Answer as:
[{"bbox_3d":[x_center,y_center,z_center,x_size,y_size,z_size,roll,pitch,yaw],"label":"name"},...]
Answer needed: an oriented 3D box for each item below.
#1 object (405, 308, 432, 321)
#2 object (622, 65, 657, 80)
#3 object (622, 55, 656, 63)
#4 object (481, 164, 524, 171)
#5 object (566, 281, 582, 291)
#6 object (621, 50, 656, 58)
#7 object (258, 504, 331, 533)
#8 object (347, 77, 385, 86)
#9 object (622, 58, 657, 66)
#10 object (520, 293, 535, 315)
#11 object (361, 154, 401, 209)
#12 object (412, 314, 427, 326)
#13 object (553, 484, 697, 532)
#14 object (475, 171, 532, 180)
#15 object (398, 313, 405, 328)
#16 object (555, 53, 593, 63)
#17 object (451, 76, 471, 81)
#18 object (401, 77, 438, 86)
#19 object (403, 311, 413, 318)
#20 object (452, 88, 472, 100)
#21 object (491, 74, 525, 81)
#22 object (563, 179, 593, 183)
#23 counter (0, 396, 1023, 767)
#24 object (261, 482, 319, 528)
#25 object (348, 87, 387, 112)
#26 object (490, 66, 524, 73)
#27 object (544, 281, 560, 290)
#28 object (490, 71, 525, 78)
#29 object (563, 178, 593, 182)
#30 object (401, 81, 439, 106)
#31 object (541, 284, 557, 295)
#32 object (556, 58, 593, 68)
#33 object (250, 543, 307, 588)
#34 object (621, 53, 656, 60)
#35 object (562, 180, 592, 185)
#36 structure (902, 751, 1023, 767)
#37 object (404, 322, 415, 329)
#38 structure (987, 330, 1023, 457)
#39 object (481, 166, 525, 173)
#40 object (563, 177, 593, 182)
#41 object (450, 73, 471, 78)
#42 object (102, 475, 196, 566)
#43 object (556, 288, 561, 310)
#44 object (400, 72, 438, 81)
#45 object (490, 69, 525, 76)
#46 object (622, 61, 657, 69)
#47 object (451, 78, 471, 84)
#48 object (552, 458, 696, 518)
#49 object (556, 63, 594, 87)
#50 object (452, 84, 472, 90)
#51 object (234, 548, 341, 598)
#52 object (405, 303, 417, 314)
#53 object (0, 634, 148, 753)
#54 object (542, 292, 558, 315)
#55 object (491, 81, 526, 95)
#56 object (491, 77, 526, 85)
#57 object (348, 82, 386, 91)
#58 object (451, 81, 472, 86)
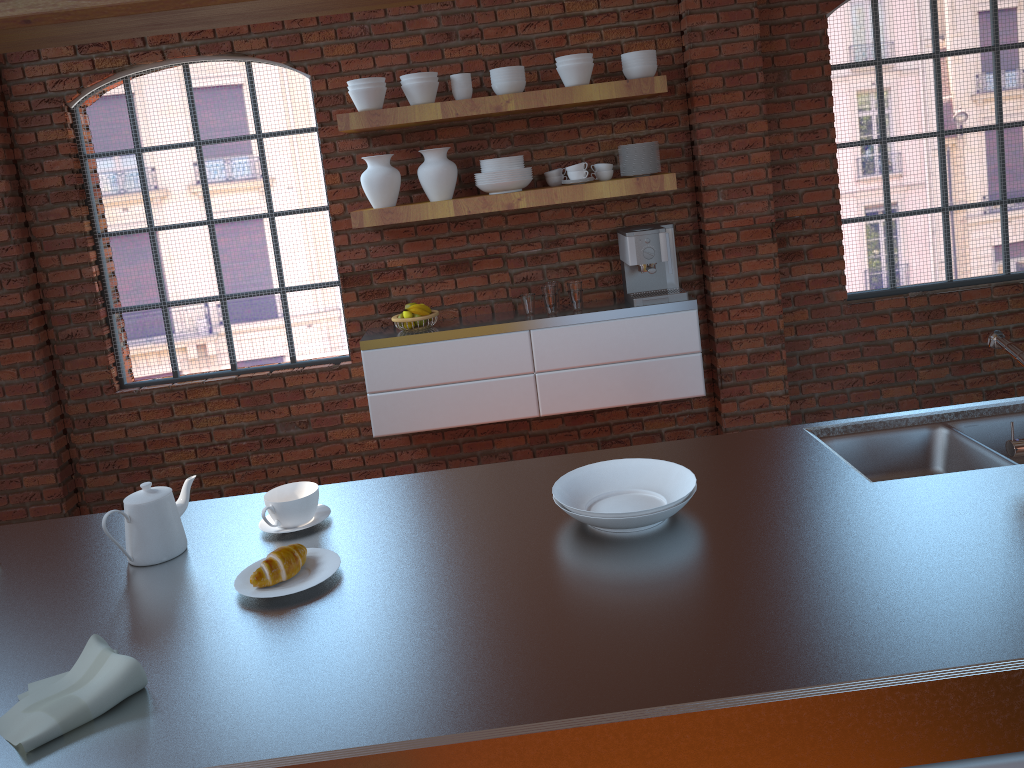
[{"bbox_3d":[-0.437,-0.335,4.292,0.064,0.093,0.180,0,14,35],"label":"object"},{"bbox_3d":[0.613,-1.480,4.201,0.166,0.060,0.169,3,17,38],"label":"object"},{"bbox_3d":[0.608,-1.523,4.196,0.166,0.060,0.169,3,17,38],"label":"object"},{"bbox_3d":[-0.042,-1.022,4.246,0.214,0.054,0.218,-9,14,-9],"label":"object"},{"bbox_3d":[0.310,-0.447,4.298,0.078,0.102,0.079,-5,10,11],"label":"object"},{"bbox_3d":[0.605,-1.547,4.193,0.166,0.060,0.169,3,17,38],"label":"object"},{"bbox_3d":[-0.469,0.296,1.907,0.153,0.012,0.157,0,16,27],"label":"object"},{"bbox_3d":[-0.675,-1.370,4.117,0.181,0.102,0.184,2,15,35],"label":"object"},{"bbox_3d":[0.610,-1.509,4.198,0.166,0.060,0.169,3,17,38],"label":"object"},{"bbox_3d":[0.083,-0.393,4.352,0.078,0.102,0.078,-13,11,-30],"label":"object"},{"bbox_3d":[-0.631,-0.975,4.244,0.192,0.245,0.196,1,13,38],"label":"object"},{"bbox_3d":[-0.456,-0.318,4.326,0.076,0.064,0.079,0,13,32],"label":"object"},{"bbox_3d":[0.224,0.233,1.737,0.285,0.054,0.284,-14,16,-28],"label":"object"},{"bbox_3d":[-0.038,-0.984,4.250,0.283,0.054,0.286,-11,14,-17],"label":"object"},{"bbox_3d":[-0.529,-0.314,4.341,0.075,0.074,0.073,-12,12,-25],"label":"object"},{"bbox_3d":[0.300,-1.500,4.170,0.182,0.102,0.183,-14,14,-30],"label":"object"},{"bbox_3d":[-0.242,-1.435,4.209,0.099,0.060,0.101,3,15,38],"label":"object"},{"bbox_3d":[-0.431,-1.386,4.160,0.181,0.102,0.184,2,15,35],"label":"object"},{"bbox_3d":[-0.508,-0.337,4.296,0.045,0.052,0.052,-9,11,-12],"label":"object"},{"bbox_3d":[-0.235,-1.382,4.216,0.099,0.060,0.101,3,15,38],"label":"object"},{"bbox_3d":[-0.016,-1.435,4.200,0.166,0.060,0.169,-8,13,-6],"label":"object"},{"bbox_3d":[0.317,-0.970,4.230,0.156,0.012,0.154,-18,18,-39],"label":"object"},{"bbox_3d":[-0.101,0.391,1.635,3.142,0.128,1.046,-7,14,-1],"label":"counter"},{"bbox_3d":[-0.477,0.267,1.902,0.125,0.068,0.118,-10,13,-16],"label":"object"},{"bbox_3d":[-0.670,-1.327,4.122,0.181,0.102,0.184,2,15,35],"label":"object"},{"bbox_3d":[-0.021,-1.473,4.195,0.166,0.060,0.169,-8,13,-6],"label":"object"},{"bbox_3d":[0.205,-0.458,4.391,0.077,0.102,0.079,-2,11,29],"label":"object"},{"bbox_3d":[-0.018,-1.448,4.198,0.166,0.060,0.169,-8,13,-6],"label":"object"},{"bbox_3d":[0.317,-0.975,4.229,0.156,0.012,0.154,-18,18,-39],"label":"object"},{"bbox_3d":[-0.428,-1.365,4.162,0.181,0.102,0.184,2,15,35],"label":"object"},{"bbox_3d":[0.184,-0.426,4.274,0.077,0.102,0.079,-2,11,29],"label":"object"},{"bbox_3d":[0.302,-1.478,4.173,0.182,0.102,0.183,-14,14,-30],"label":"object"},{"bbox_3d":[-0.430,0.333,1.641,0.062,0.050,0.141,-3,14,18],"label":"object"},{"bbox_3d":[0.607,-1.534,4.195,0.166,0.060,0.169,3,17,38],"label":"object"},{"bbox_3d":[0.318,-0.967,4.230,0.156,0.012,0.154,-18,18,-39],"label":"object"},{"bbox_3d":[-0.049,0.831,1.700,3.119,0.754,1.045,-7,12,-1],"label":"structure"},{"bbox_3d":[-0.500,-0.289,4.290,0.055,0.045,0.047,0,13,32],"label":"object"},{"bbox_3d":[1.002,0.032,1.772,0.099,0.244,0.204,-7,10,0],"label":"structure"},{"bbox_3d":[-0.041,-1.012,4.247,0.214,0.054,0.218,-9,14,-9],"label":"object"},{"bbox_3d":[0.316,-0.979,4.228,0.156,0.012,0.154,-18,18,-39],"label":"object"},{"bbox_3d":[-0.243,-1.448,4.207,0.099,0.060,0.101,3,15,38],"label":"object"},{"bbox_3d":[-0.743,0.277,1.824,0.118,0.153,0.201,-6,12,6],"label":"object"},{"bbox_3d":[0.210,-0.420,4.396,0.077,0.102,0.079,-2,11,29],"label":"object"},{"bbox_3d":[-0.433,-1.408,4.157,0.181,0.102,0.184,2,15,35],"label":"object"},{"bbox_3d":[-0.019,-1.459,4.196,0.166,0.060,0.169,-8,13,-6],"label":"object"},{"bbox_3d":[0.611,-1.497,4.199,0.166,0.060,0.169,3,17,38],"label":"object"},{"bbox_3d":[-0.240,-1.424,4.210,0.099,0.060,0.101,3,15,38],"label":"object"},{"bbox_3d":[0.223,0.223,1.735,0.285,0.054,0.284,-14,16,-28],"label":"object"},{"bbox_3d":[0.305,-1.457,4.175,0.182,0.102,0.183,-14,14,-30],"label":"object"},{"bbox_3d":[-0.237,-1.398,4.214,0.099,0.060,0.101,3,15,38],"label":"object"},{"bbox_3d":[-0.416,0.355,1.639,0.194,0.013,0.199,-2,15,20],"label":"object"},{"bbox_3d":[-0.495,-0.372,4.354,0.068,0.060,0.071,-4,12,16],"label":"object"},{"bbox_3d":[-0.667,0.444,1.310,0.199,0.060,0.205,-17,17,-37],"label":"object"},{"bbox_3d":[0.188,-0.388,4.279,0.077,0.102,0.079,-2,11,29],"label":"object"},{"bbox_3d":[-0.012,-1.406,4.203,0.166,0.060,0.169,-8,13,-6],"label":"object"},{"bbox_3d":[-0.014,-1.422,4.201,0.166,0.060,0.169,-8,13,-6],"label":"object"},{"bbox_3d":[-0.673,-1.347,4.120,0.181,0.102,0.184,2,15,35],"label":"object"},{"bbox_3d":[-0.239,-1.411,4.212,0.099,0.060,0.101,3,15,38],"label":"object"}]
